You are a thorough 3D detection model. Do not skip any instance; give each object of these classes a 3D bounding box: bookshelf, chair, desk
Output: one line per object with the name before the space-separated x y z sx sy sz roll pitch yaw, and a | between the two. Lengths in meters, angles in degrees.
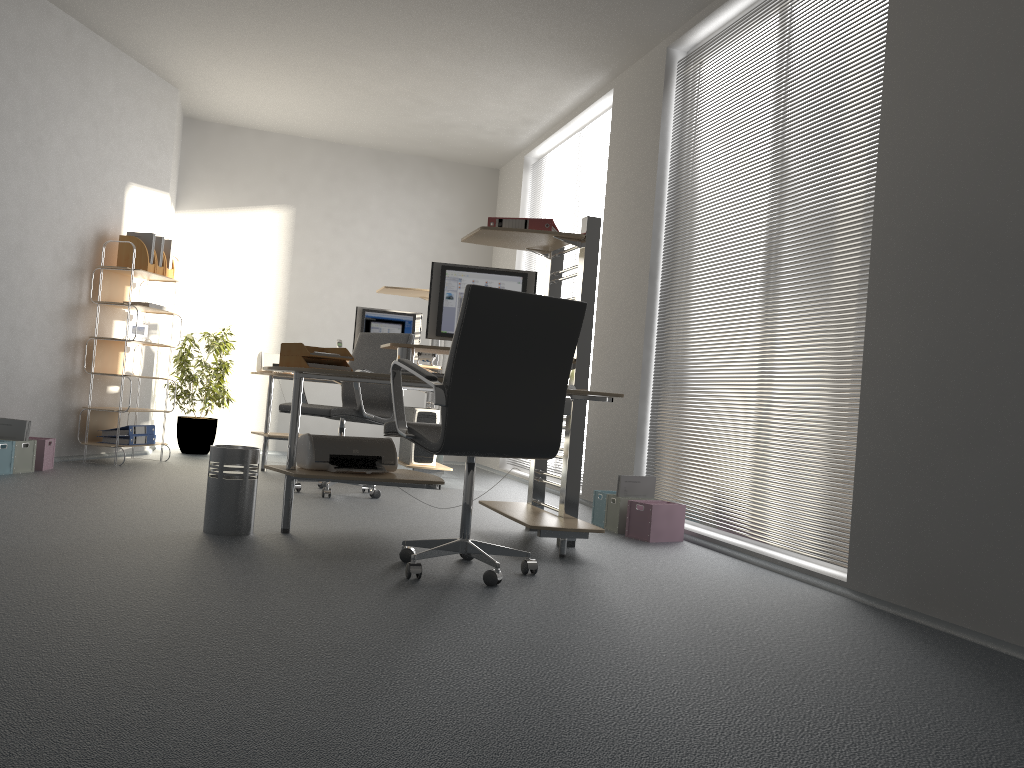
bookshelf | -2.772 -0.212 6.503 0.381 1.572 0.724 4 -1 10
chair | -1.051 0.167 5.588 0.584 1.048 0.652 4 -2 38
chair | -0.141 0.193 3.382 0.584 1.048 0.652 5 -1 -31
desk | -1.199 -0.081 6.699 1.469 1.566 0.967 5 -1 -18
desk | -0.355 -0.070 4.035 1.469 1.566 0.967 5 -1 -18

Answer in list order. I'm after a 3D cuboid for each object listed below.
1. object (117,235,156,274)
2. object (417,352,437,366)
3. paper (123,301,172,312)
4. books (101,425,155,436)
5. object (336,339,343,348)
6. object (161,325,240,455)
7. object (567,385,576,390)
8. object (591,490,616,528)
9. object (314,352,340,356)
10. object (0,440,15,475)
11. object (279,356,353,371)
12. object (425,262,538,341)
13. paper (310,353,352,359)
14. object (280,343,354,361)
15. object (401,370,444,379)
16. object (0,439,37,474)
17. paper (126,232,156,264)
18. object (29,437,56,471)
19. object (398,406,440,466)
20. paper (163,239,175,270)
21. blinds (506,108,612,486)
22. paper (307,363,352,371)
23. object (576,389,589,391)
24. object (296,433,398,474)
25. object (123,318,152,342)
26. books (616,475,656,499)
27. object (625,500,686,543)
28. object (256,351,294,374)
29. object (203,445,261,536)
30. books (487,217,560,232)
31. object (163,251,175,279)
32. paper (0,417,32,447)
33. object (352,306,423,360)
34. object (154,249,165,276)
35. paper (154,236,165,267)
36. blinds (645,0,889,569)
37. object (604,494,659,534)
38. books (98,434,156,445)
object | -2.725 -0.938 6.454 0.243 0.259 0.113 4 -1 8
object | -0.661 -0.210 6.920 0.154 0.135 0.093 4 -1 19
paper | -2.713 -0.573 6.602 0.213 0.046 0.297 4 -1 10
books | -2.815 0.341 6.477 0.263 0.100 0.320 4 -1 11
object | -1.340 -0.272 6.911 0.150 0.151 0.119 5 -1 -32
object | -2.655 0.040 7.642 0.544 1.147 0.644 4 -1 11
object | 0.236 0.014 4.033 0.132 0.026 0.132 5 -1 -17
object | 0.607 0.723 5.065 0.245 0.202 0.185 5 -1 -17
object | -0.843 -0.138 4.036 0.008 0.009 0.159 4 -2 36
object | -3.071 0.427 5.158 0.245 0.202 0.185 4 -1 9
object | -0.910 -0.093 4.116 0.225 0.060 0.309 6 -2 -38
object | -0.146 -0.364 4.406 0.516 0.418 0.245 5 -1 4
paper | -0.906 -0.133 4.116 0.210 0.010 0.297 6 -2 -38
object | -0.905 -0.150 4.118 0.225 0.060 0.309 6 -2 -38
object | -0.346 -0.005 4.161 0.478 0.082 0.814 5 -1 -10
object | -3.042 0.433 5.341 0.245 0.202 0.185 4 -1 9
paper | -2.722 -0.957 6.474 0.213 0.297 0.045 4 -1 8
object | -3.034 0.439 5.568 0.245 0.202 0.185 5 -1 -9
object | -0.710 0.394 6.774 0.199 0.422 0.471 5 -1 -18
paper | -2.675 -0.948 6.718 0.213 0.297 0.045 4 -1 13
blinds | 0.371 -0.638 7.204 0.037 2.749 1.950 5 -1 -18
paper | -0.910 -0.081 4.115 0.210 0.019 0.297 6 -2 -38
object | 0.313 0.028 4.060 0.011 0.011 0.158 5 -1 -20
object | -0.723 0.321 4.071 0.438 0.162 0.351 5 -1 -33
object | -2.737 -0.391 6.494 0.077 0.161 0.192 4 -1 28
books | 0.673 0.653 4.875 0.220 0.306 0.068 5 -1 -17
object | 0.756 0.727 4.681 0.245 0.202 0.185 6 -2 -35
object | -1.705 -0.151 6.791 0.438 0.162 0.351 5 -1 -26
object | -1.212 0.460 3.836 0.208 0.377 0.208 4 -1 26
books | 0.068 -0.760 4.391 0.320 0.072 0.262 4 -1 15
object | -2.680 -0.929 6.698 0.243 0.259 0.113 4 -1 13
paper | -3.034 0.363 5.357 0.220 0.306 0.068 4 -1 9
object | -0.985 -0.375 7.048 0.516 0.418 0.245 5 -1 -3
object | -2.706 -0.934 6.576 0.243 0.259 0.113 4 -1 10
paper | -2.703 -0.953 6.597 0.213 0.297 0.045 4 -1 10
blinds | 1.218 -0.626 4.534 0.022 2.770 1.950 5 -1 -18
object | 0.662 0.724 4.888 0.245 0.202 0.185 5 -1 -17
books | -2.810 0.396 6.474 0.262 0.072 0.320 4 -1 11
